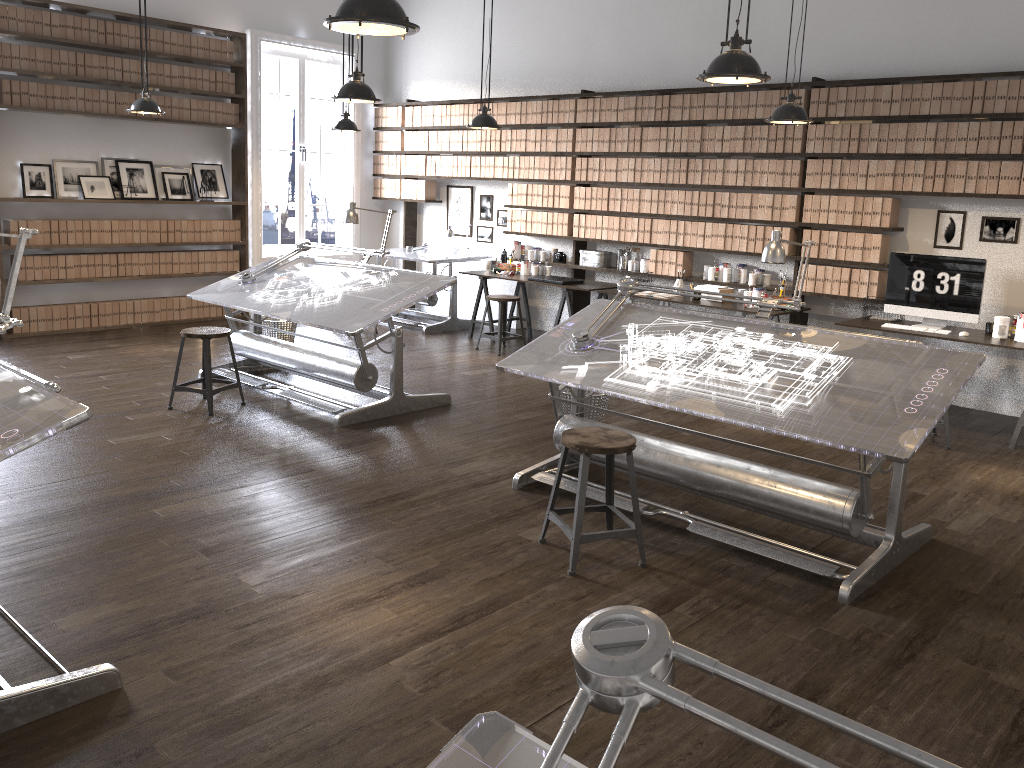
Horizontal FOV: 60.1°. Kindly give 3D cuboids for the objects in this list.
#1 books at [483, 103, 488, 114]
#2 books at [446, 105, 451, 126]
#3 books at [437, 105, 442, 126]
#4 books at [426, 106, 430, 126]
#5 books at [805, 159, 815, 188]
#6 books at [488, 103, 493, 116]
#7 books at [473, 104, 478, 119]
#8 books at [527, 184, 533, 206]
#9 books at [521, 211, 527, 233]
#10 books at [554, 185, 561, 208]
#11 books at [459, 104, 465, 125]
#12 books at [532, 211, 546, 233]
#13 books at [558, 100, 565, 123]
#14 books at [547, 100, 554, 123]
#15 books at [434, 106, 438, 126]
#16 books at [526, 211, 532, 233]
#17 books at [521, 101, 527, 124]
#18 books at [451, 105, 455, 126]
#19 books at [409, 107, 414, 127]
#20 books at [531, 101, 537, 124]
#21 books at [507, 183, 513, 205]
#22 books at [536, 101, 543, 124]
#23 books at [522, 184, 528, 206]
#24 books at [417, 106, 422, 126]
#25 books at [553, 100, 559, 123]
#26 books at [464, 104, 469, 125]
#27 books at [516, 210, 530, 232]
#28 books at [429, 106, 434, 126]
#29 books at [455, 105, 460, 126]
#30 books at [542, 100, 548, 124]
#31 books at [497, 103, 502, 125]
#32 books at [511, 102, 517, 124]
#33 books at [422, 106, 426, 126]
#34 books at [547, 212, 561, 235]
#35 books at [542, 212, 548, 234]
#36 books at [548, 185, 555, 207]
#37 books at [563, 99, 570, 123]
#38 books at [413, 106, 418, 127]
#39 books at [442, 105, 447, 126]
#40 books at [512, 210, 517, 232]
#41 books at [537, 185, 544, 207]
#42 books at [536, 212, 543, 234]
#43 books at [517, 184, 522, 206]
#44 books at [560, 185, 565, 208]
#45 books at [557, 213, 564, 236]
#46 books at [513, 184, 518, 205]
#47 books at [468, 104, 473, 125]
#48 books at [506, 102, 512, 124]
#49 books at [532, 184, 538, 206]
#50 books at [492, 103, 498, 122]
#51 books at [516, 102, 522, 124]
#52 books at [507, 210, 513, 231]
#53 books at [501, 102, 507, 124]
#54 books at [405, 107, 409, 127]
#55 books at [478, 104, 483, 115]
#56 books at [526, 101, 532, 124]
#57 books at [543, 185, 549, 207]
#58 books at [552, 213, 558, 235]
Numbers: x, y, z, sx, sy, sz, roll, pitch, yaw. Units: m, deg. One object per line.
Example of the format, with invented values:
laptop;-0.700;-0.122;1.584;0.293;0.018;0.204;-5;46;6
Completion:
books;-0.226;-2.863;9.426;0.067;0.224;0.175;11;14;41
books;-0.639;-2.963;9.798;0.067;0.224;0.175;11;14;41
books;-0.745;-2.988;9.891;0.067;0.223;0.175;11;14;41
books;-0.888;-3.023;10.024;0.067;0.224;0.175;11;14;41
books;2.426;-1.680;7.092;0.067;0.223;0.175;11;14;41
books;-0.177;-2.850;9.375;0.067;0.224;0.175;11;14;41
books;-0.335;-2.889;9.525;0.067;0.223;0.175;11;14;41
books;0.238;-1.939;9.113;0.067;0.224;0.175;11;14;41
books;0.180;-1.685;9.195;0.067;0.224;0.175;11;14;41
books;0.504;-1.875;8.873;0.067;0.223;0.175;11;14;41
books;-0.487;-2.924;9.653;0.067;0.224;0.175;11;14;41
books;0.286;-1.661;9.106;0.067;0.224;0.175;11;14;41
books;0.541;-2.677;8.732;0.067;0.224;0.175;11;14;41
books;0.433;-2.702;8.826;0.067;0.223;0.175;11;14;41
books;-0.790;-2.999;9.934;0.067;0.223;0.175;11;14;41
books;0.234;-1.673;9.151;0.067;0.224;0.175;11;14;41
books;0.179;-2.764;9.057;0.067;0.224;0.175;11;14;41
books;-0.587;-2.951;9.753;0.067;0.224;0.175;11;14;41
books;-1.102;-3.074;10.212;0.067;0.224;0.175;11;14;41
books;0.280;-2.739;8.963;0.067;0.224;0.175;11;14;41
books;0.037;-1.987;9.288;0.067;0.224;0.175;11;14;41
books;0.331;-2.726;8.913;0.067;0.224;0.175;11;14;41
books;0.185;-1.950;9.153;0.067;0.224;0.175;11;14;41
books;-0.995;-3.048;10.116;0.067;0.224;0.175;11;14;41
books;0.488;-2.689;8.777;0.067;0.224;0.175;11;14;41
books;-0.434;-2.911;9.605;0.067;0.224;0.175;11;14;41
books;0.128;-1.698;9.244;0.067;0.223;0.175;11;14;41
books;-0.843;-3.011;9.975;0.067;0.224;0.175;11;14;41
books;-0.538;-2.938;9.704;0.067;0.224;0.175;11;14;41
books;0.384;-2.713;8.865;0.067;0.224;0.175;11;14;41
books;-0.070;-2.825;9.284;0.067;0.224;0.175;11;14;41
books;0.073;-2.789;9.151;0.067;0.223;0.175;11;14;41
books;-0.940;-3.036;10.072;0.067;0.224;0.175;11;14;41
books;0.439;-1.622;8.958;0.067;0.224;0.175;11;14;41
books;0.386;-1.635;9.006;0.067;0.224;0.175;11;14;41
books;0.446;-1.887;8.918;0.067;0.224;0.175;11;14;41
books;0.589;-2.664;8.683;0.067;0.224;0.175;11;14;41
books;-1.044;-3.061;10.166;0.067;0.224;0.175;11;14;41
books;-0.693;-2.975;9.842;0.067;0.224;0.175;11;14;41
books;0.083;-1.710;9.287;0.067;0.223;0.175;11;14;41
books;0.339;-1.914;9.015;0.067;0.224;0.175;11;14;41
books;0.335;-1.648;9.057;0.067;0.224;0.175;11;14;41
books;0.139;-1.963;9.201;0.067;0.223;0.175;11;14;41
books;0.558;-1.861;8.820;0.067;0.223;0.175;11;14;41
books;0.538;-1.600;8.877;0.067;0.223;0.175;11;14;41
books;0.092;-1.974;9.241;0.067;0.223;0.175;11;14;41
books;-0.385;-2.901;9.566;0.067;0.223;0.175;11;14;41
books;0.028;-2.801;9.194;0.067;0.223;0.175;11;14;41
books;0.290;-1.927;9.065;0.067;0.224;0.175;11;14;41
books;-0.122;-2.838;9.331;0.067;0.224;0.175;11;14;41
books;0.125;-2.776;9.101;0.067;0.224;0.175;11;14;41
books;0.031;-1.721;9.328;0.067;0.224;0.175;11;14;41
books;-0.025;-2.812;9.235;0.067;0.224;0.175;11;14;41
books;-1.153;-3.088;10.265;0.067;0.223;0.175;11;14;41
books;-0.285;-2.876;9.471;0.067;0.224;0.175;11;14;41
books;0.231;-2.752;9.013;0.067;0.224;0.175;11;14;41
books;0.395;-1.902;8.972;0.067;0.224;0.175;11;14;41
books;0.488;-1.611;8.919;0.067;0.223;0.175;11;14;41
